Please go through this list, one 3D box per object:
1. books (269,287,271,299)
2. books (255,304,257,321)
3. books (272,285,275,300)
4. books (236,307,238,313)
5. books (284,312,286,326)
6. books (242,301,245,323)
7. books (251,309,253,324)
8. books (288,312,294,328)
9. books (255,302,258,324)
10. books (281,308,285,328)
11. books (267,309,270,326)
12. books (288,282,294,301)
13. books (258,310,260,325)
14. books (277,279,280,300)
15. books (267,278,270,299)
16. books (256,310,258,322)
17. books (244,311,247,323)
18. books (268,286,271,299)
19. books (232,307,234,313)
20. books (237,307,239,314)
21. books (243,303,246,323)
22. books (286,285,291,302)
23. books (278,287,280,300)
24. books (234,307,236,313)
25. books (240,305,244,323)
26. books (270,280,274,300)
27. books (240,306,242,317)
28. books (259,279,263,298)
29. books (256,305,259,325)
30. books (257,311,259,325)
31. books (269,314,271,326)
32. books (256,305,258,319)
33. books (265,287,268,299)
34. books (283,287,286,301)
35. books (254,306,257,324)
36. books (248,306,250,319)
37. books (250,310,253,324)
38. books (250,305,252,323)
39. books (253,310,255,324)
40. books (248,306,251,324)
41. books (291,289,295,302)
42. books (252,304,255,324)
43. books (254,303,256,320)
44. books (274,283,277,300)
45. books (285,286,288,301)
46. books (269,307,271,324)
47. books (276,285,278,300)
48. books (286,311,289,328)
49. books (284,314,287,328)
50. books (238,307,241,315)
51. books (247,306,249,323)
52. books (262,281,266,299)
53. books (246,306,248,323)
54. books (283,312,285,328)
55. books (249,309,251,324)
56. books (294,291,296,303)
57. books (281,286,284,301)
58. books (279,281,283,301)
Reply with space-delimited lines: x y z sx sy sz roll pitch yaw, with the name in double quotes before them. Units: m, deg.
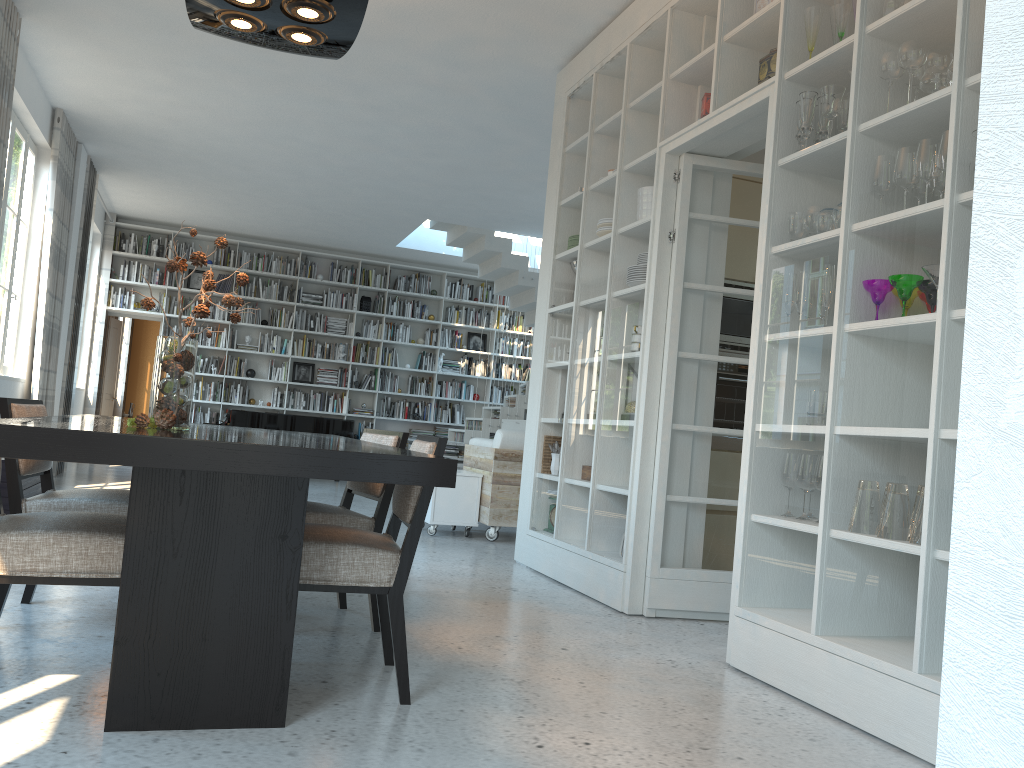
"books" -3.383 -1.262 12.398 0.010 0.208 0.173 6 -3 -19
"books" -3.568 -0.967 12.344 0.005 0.316 0.157 6 -3 -19
"books" -3.340 -1.266 12.402 0.021 0.226 0.191 6 -3 -19
"books" -3.815 -0.945 12.265 0.024 0.219 0.140 6 -3 -19
"books" -3.202 -0.884 12.464 0.011 0.229 0.165 6 -3 -19
"books" -3.723 -0.984 12.287 0.011 0.317 0.154 6 -3 -19
"books" -3.614 -0.927 12.328 0.011 0.226 0.129 6 -3 -19
"books" -3.113 -0.880 12.462 0.064 0.237 0.209 6 -3 -19
"books" -3.562 -0.974 12.343 0.005 0.331 0.161 6 -3 -19
"books" -3.221 -0.914 12.446 0.022 0.284 0.190 6 -3 -19
"books" -3.402 -0.919 12.400 0.005 0.254 0.161 6 -3 -19
"books" -3.125 -1.281 12.484 0.058 0.302 0.175 6 -3 -19
"books" -3.534 -0.914 12.358 0.012 0.218 0.151 6 -3 -19
"books" -3.284 -1.304 12.427 0.011 0.313 0.183 6 -3 -19
"books" -3.412 -1.315 12.390 0.012 0.307 0.145 6 -3 -19
"books" -3.553 -0.950 12.342 0.004 0.284 0.166 6 -3 -19
"books" -3.699 -0.917 12.290 0.029 0.186 0.149 6 -3 -19
"books" -3.408 -1.265 12.418 0.024 0.212 0.128 6 -3 -19
"books" -3.853 -0.945 12.227 0.015 0.207 0.186 6 -3 -19
"books" -3.793 -0.954 12.259 0.012 0.240 0.134 6 -3 -19
"books" -3.708 -0.967 12.269 0.010 0.283 0.184 6 -3 -19
"books" -3.141 -1.263 12.479 0.055 0.263 0.167 6 -3 -19
"books" -3.278 -1.252 12.450 0.024 0.213 0.150 6 -3 -19
"books" -3.840 -0.950 12.257 0.029 0.224 0.136 6 -3 -19
"books" -3.737 -0.959 12.268 0.024 0.262 0.177 6 -3 -19
"books" -3.367 -1.298 12.418 0.026 0.286 0.137 6 -3 -19
"books" -3.753 -0.968 12.262 0.012 0.276 0.157 6 -3 -19
"books" -3.503 -1.314 12.349 0.075 0.285 0.178 6 -3 -19
"books" -3.540 -0.951 12.327 0.011 0.287 0.189 6 -3 -19
"books" -3.545 -0.924 12.361 0.009 0.236 0.134 6 -3 -19
"books" -3.388 -0.909 12.409 0.005 0.239 0.146 6 -3 -19
"books" -3.558 -0.961 12.343 0.005 0.305 0.162 6 -3 -19
"books" -3.437 -1.253 12.381 0.028 0.180 0.168 6 -3 -19
"books" -3.203 -1.249 12.461 0.022 0.222 0.161 6 -3 -19
"books" -3.573 -0.941 12.328 0.010 0.261 0.158 6 -3 -19
"books" -3.659 -0.950 12.305 0.010 0.261 0.169 6 -3 -19
"books" -3.617 -0.920 12.301 0.011 0.209 0.181 6 -3 -19
"books" -3.627 -0.956 12.306 0.011 0.279 0.169 6 -3 -19
"books" -3.596 -0.920 12.341 0.012 0.217 0.133 6 -3 -19
"books" -3.650 -0.946 12.308 0.011 0.255 0.152 6 -3 -19
"books" -3.097 -1.231 12.519 0.028 0.211 0.134 6 -3 -19
"books" -3.595 -0.959 12.315 0.011 0.291 0.176 6 -3 -19
"books" -3.580 -0.971 12.334 0.004 0.320 0.153 6 -3 -19
"books" -3.321 -1.281 12.428 0.028 0.260 0.135 6 -3 -19
"books" -3.186 -1.253 12.483 0.025 0.237 0.153 6 -3 -19
"books" -3.395 -0.928 12.410 0.012 0.275 0.129 6 -3 -19
"books" -3.302 -1.264 12.431 0.013 0.231 0.141 6 -3 -19
"books" -3.160 -0.894 12.469 0.022 0.257 0.155 6 -3 -19
"books" -3.186 -0.875 12.470 0.024 0.216 0.142 6 -3 -19
"books" -3.771 -0.972 12.259 0.026 0.279 0.151 6 -3 -19
"books" -3.662 -0.947 12.279 0.012 0.251 0.184 6 -3 -19
"books" -3.461 -1.298 12.380 0.027 0.265 0.168 6 -3 -19
"books" -3.671 -0.954 12.274 0.009 0.263 0.189 6 -3 -19
"books" -3.210 -0.899 12.458 0.010 0.257 0.140 6 -3 -19
"books" -3.635 -0.948 12.296 0.009 0.261 0.180 6 -3 -19
"books" -3.078 -1.219 12.533 0.019 0.194 0.098 6 -3 -19
"books" -3.227 -1.249 12.449 0.030 0.217 0.182 6 -3 -19
"books" -3.254 -1.288 12.461 0.022 0.290 0.146 6 -3 -19
